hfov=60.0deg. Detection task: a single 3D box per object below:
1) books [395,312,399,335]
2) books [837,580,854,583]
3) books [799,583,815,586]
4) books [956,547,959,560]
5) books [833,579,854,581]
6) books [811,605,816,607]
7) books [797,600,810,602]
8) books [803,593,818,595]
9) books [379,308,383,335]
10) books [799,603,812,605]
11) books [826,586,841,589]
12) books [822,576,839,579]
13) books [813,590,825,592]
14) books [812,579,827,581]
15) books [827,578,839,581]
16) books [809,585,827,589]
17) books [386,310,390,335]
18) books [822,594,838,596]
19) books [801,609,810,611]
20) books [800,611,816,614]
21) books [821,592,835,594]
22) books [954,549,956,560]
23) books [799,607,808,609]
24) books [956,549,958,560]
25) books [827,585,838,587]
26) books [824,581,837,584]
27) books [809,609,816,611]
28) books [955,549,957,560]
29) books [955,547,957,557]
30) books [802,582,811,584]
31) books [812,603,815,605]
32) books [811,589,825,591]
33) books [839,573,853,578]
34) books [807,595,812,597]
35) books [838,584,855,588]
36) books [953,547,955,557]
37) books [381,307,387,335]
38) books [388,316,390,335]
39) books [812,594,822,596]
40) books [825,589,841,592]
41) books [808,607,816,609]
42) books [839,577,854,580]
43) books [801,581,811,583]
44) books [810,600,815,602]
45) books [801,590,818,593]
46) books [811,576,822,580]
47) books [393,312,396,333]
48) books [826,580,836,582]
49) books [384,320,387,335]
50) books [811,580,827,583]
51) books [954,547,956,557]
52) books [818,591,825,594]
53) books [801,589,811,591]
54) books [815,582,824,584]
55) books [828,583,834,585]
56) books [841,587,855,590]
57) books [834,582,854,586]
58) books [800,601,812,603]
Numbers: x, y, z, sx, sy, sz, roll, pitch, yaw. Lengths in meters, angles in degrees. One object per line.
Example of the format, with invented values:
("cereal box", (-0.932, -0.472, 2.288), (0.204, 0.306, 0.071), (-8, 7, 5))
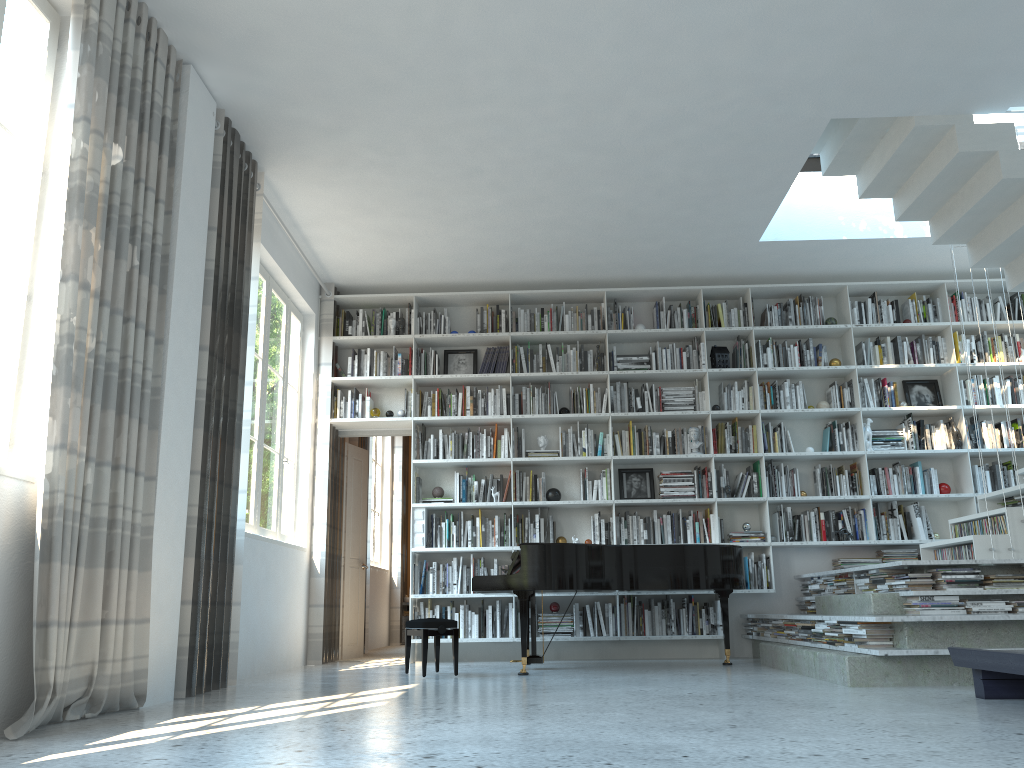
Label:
("books", (-1.019, -0.500, 7.951), (0.027, 0.258, 0.147), (-1, -14, 2))
("books", (2.457, 1.425, 6.397), (0.161, 0.012, 0.255), (-2, -14, 5))
("books", (2.479, 1.642, 7.255), (0.171, 0.015, 0.253), (0, -14, -3))
("books", (3.139, 1.186, 6.121), (0.125, 0.125, 0.010), (-1, -14, 2))
("books", (2.451, 1.415, 6.400), (0.187, 0.009, 0.261), (-1, -14, 1))
("books", (2.450, 1.738, 6.947), (0.159, 0.009, 0.229), (-2, -14, 3))
("books", (2.450, 1.775, 7.260), (0.174, 0.009, 0.240), (-2, -14, 4))
("books", (2.491, 1.712, 7.238), (0.163, 0.017, 0.233), (-2, -14, 4))
("books", (-1.173, -0.518, 7.962), (0.014, 0.303, 0.146), (-1, -14, 2))
("books", (2.454, 1.797, 7.254), (0.159, 0.009, 0.211), (-2, -14, 5))
("books", (2.477, 1.532, 6.667), (0.154, 0.018, 0.221), (-1, -14, 1))
("books", (2.463, 1.461, 6.685), (0.165, 0.015, 0.243), (0, -14, -3))
("books", (2.483, 1.621, 6.960), (0.152, 0.009, 0.260), (-1, -14, -1))
("books", (2.483, 1.541, 6.979), (0.159, 0.007, 0.286), (-1, -14, 1))
("books", (2.475, 1.474, 6.682), (0.149, 0.013, 0.220), (-2, -14, 5))
("books", (2.465, 1.595, 6.967), (0.189, 0.030, 0.238), (-1, -14, -1))
("books", (-1.106, -0.504, 7.963), (0.013, 0.274, 0.159), (-1, -14, 2))
("books", (2.463, 1.580, 6.656), (0.183, 0.012, 0.297), (-1, -14, 1))
("books", (2.468, 1.843, 7.243), (0.147, 0.014, 0.293), (-1, -14, 2))
("books", (2.459, 1.864, 7.238), (0.163, 0.019, 0.188), (-1, -14, 1))
("books", (2.458, 1.569, 6.659), (0.190, 0.012, 0.236), (-1, -14, 0))
("books", (3.141, 1.195, 6.158), (0.125, 0.125, 0.007), (-1, -14, 2))
("books", (2.457, 1.831, 7.246), (0.170, 0.012, 0.215), (-1, -14, 2))
("books", (3.140, 1.187, 6.129), (0.125, 0.125, 0.007), (-1, -14, 2))
("books", (2.481, 1.517, 6.671), (0.150, 0.013, 0.216), (-1, -14, 2))
("books", (2.470, 1.494, 6.677), (0.167, 0.008, 0.235), (-1, -14, 1))
("books", (2.450, 1.765, 6.940), (0.160, 0.014, 0.268), (-1, -14, 1))
("books", (3.140, 1.191, 6.143), (0.125, 0.125, 0.007), (-1, -14, 2))
("books", (3.140, 1.189, 6.136), (0.125, 0.125, 0.007), (-1, -14, 2))
("books", (2.489, 1.631, 7.258), (0.167, 0.008, 0.235), (-1, -14, 1))
("books", (2.456, 1.725, 6.950), (0.137, 0.018, 0.201), (0, -14, -2))
("books", (2.480, 1.613, 6.962), (0.163, 0.008, 0.295), (-1, -14, 0))
("books", (2.465, 1.384, 6.407), (0.139, 0.028, 0.262), (-2, -14, 6))
("books", (2.505, 1.727, 7.234), (0.134, 0.014, 0.182), (-1, -14, -1))
("books", (2.464, 1.456, 6.389), (0.159, 0.018, 0.203), (-1, -14, 0))
("books", (3.141, 1.197, 6.165), (0.125, 0.125, 0.009), (-1, -14, 2))
("books", (-1.151, -0.521, 7.972), (0.029, 0.313, 0.129), (-1, -14, 2))
("books", (-1.089, -0.481, 7.955), (0.021, 0.225, 0.157), (-1, -14, 2))
("books", (2.478, 1.654, 6.952), (0.173, 0.016, 0.234), (-1, -14, 1))
("books", (2.466, 1.552, 6.663), (0.164, 0.023, 0.242), (-2, -14, 5))
("books", (2.437, 1.751, 6.944), (0.180, 0.016, 0.183), (-1, -14, -1))
("books", (2.477, 1.404, 6.402), (0.128, 0.013, 0.297), (-1, -14, 0))
("books", (2.489, 1.621, 7.260), (0.159, 0.011, 0.246), (-1, -14, -1))
("books", (2.452, 1.701, 6.956), (0.149, 0.014, 0.229), (-1, -14, 0))
("books", (2.482, 1.696, 7.242), (0.175, 0.017, 0.266), (-2, -14, 5))
("books", (2.471, 1.528, 6.983), (0.171, 0.020, 0.194), (0, -14, -3))
("books", (-1.043, -0.496, 7.954), (0.021, 0.252, 0.179), (-1, -14, 2))
("books", (2.476, 1.485, 6.679), (0.160, 0.010, 0.180), (-1, -14, 2))
("books", (-1.124, -0.462, 7.946), (0.024, 0.187, 0.160), (-1, -14, 2))
("books", (2.481, 1.553, 6.977), (0.163, 0.018, 0.290), (-1, -14, 1))
("books", (3.140, 1.193, 6.151), (0.125, 0.125, 0.008), (-1, -14, 2))
("books", (2.497, 1.635, 6.956), (0.131, 0.021, 0.241), (-2, -14, 4))
("books", (2.486, 1.682, 7.245), (0.179, 0.012, 0.262), (-1, -14, 2))
("books", (2.483, 1.567, 6.973), (0.143, 0.012, 0.264), (-2, -14, 6))
("books", (2.478, 1.504, 6.674), (0.144, 0.013, 0.221), (-2, -14, 5))
("books", (2.476, 1.473, 6.385), (0.138, 0.017, 0.238), (-1, -14, 1))
("books", (2.455, 1.439, 6.394), (0.179, 0.017, 0.294), (-2, -14, 3))
("books", (2.456, 1.786, 7.257), (0.152, 0.015, 0.208), (-3, -14, 6))
